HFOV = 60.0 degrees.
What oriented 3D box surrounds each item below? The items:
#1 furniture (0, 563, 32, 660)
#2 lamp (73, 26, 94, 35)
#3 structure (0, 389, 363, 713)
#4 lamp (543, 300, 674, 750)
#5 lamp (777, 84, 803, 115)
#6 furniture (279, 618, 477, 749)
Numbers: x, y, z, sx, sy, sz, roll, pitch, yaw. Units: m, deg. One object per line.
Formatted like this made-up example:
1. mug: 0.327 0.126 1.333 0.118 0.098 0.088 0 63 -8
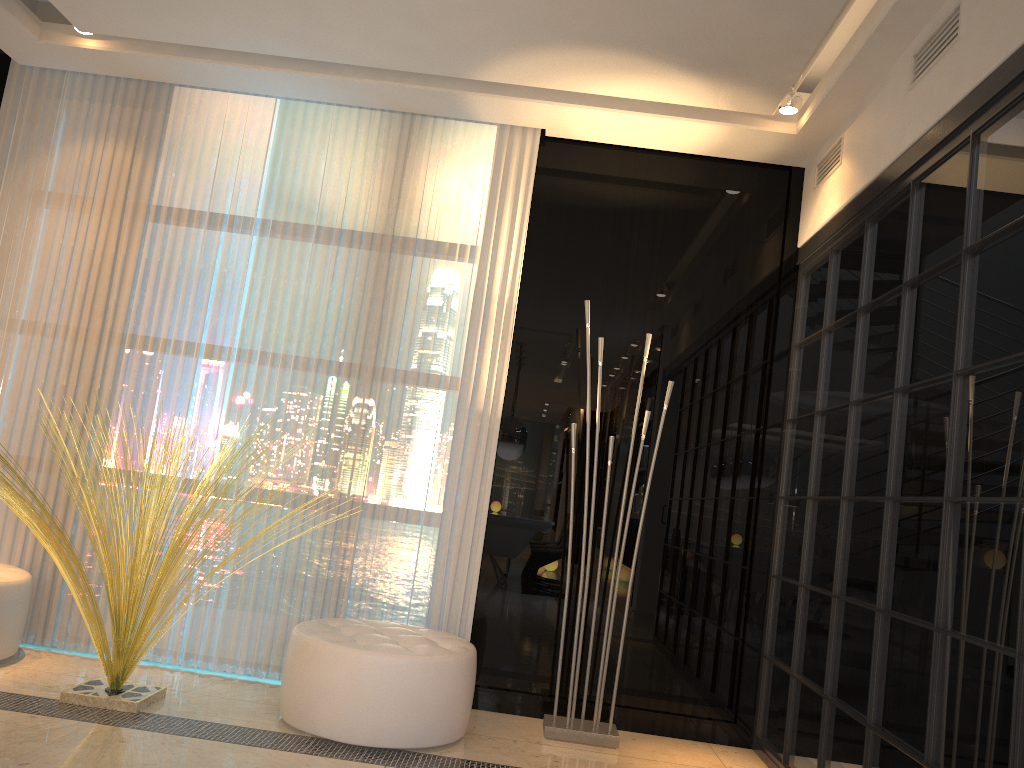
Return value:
1. furniture: -2.365 0.899 3.581 0.735 0.357 0.735 7 -7 4
2. lamp: -1.848 -1.585 3.847 0.107 0.127 0.107 5 -7 20
3. structure: -1.399 0.584 3.191 1.275 1.142 1.282 14 -9 -41
4. lamp: 0.398 0.561 3.731 0.418 1.801 0.200 8 -7 2
5. lamp: 1.159 -1.193 3.703 0.107 0.127 0.107 10 -7 -17
6. furniture: -0.509 1.133 3.428 0.735 0.357 0.735 11 -8 -26
